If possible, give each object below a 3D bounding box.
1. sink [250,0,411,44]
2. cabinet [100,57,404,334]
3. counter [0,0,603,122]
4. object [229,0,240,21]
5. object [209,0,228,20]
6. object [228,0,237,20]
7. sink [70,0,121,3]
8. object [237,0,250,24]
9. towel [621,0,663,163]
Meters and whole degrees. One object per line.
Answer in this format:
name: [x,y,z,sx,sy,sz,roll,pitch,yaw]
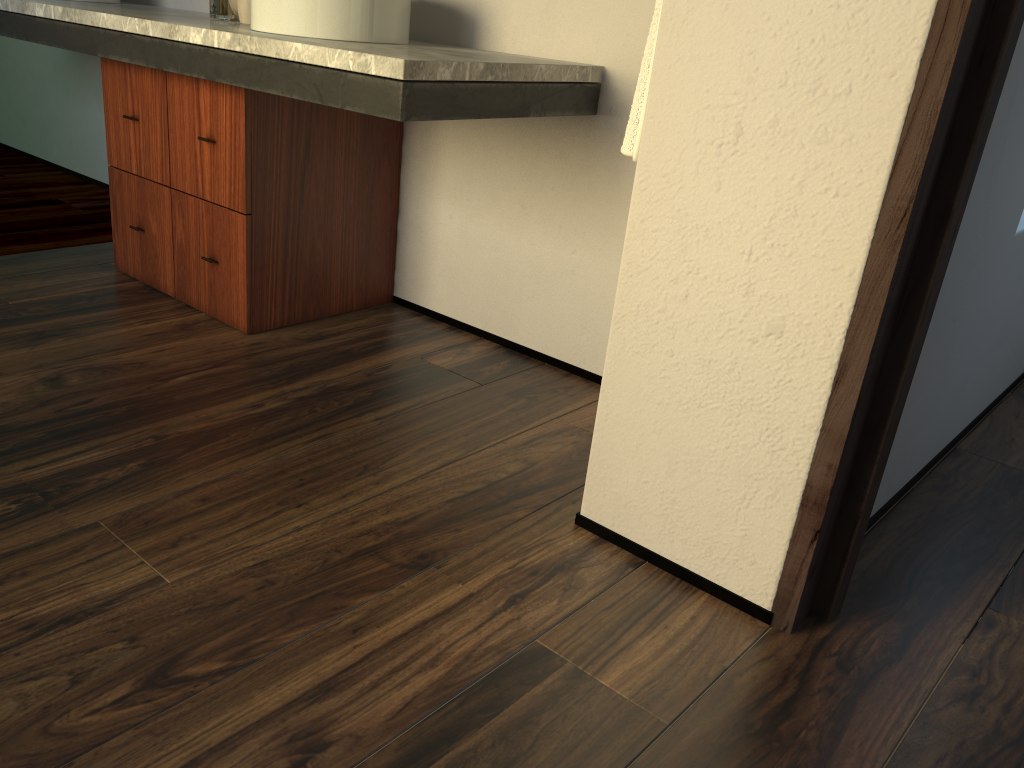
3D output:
sink: [-0.408,-0.857,2.003,0.362,0.131,0.352,12,24,15]
cabinet: [-0.720,-0.556,2.417,0.673,0.601,0.500,23,28,35]
counter: [-0.858,-0.930,2.375,2.308,0.101,0.573,23,28,36]
object: [-0.626,-1.109,2.331,0.236,0.306,0.122,-4,25,-22]
object: [-0.777,-1.016,2.346,0.038,0.091,0.058,-12,29,-37]
object: [-0.773,-1.043,2.415,0.039,0.092,0.066,6,23,-2]
sink: [-1.438,-1.296,2.811,0.365,0.131,0.349,25,29,38]
object: [-0.661,-0.997,2.244,0.072,0.158,0.069,15,24,20]
towel: [0.325,-0.670,1.448,0.252,0.637,0.164,-8,27,-30]
